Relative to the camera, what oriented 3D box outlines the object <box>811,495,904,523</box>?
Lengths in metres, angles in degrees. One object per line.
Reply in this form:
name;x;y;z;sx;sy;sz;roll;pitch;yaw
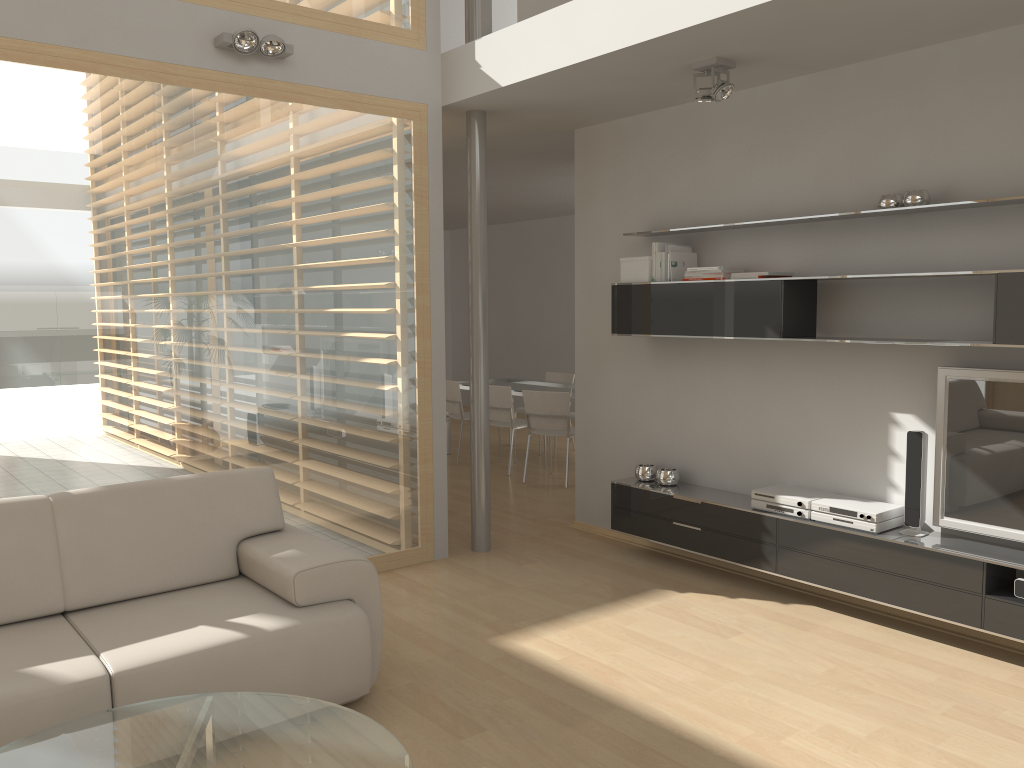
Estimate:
object;1.675;0.608;4.318;0.262;0.049;0.349;-4;6;-38

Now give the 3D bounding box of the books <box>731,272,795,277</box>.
books;1.314;-0.573;4.647;0.227;0.017;0.230;-4;6;-38

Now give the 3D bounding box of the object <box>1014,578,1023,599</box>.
object;2.187;0.850;3.548;0.085;0.092;0.300;-4;6;-38

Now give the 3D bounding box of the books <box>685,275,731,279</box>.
books;1.118;-0.587;4.878;0.190;0.011;0.268;-4;6;-37

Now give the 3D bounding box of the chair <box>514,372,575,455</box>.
chair;0.346;0.298;9.393;0.501;0.807;0.455;-4;6;-38

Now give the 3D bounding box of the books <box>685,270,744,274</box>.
books;1.114;-0.615;4.875;0.190;0.015;0.254;-4;6;-37

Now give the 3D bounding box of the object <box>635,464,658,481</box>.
object;0.824;0.544;5.437;0.143;0.091;0.143;-1;5;-6

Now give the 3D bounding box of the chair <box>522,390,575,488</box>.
chair;0.402;0.444;7.737;0.455;0.807;0.501;3;6;31

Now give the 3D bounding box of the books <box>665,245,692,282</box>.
books;0.957;-0.692;5.102;0.207;0.210;0.021;-4;6;-38

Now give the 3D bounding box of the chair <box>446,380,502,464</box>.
chair;-0.428;0.349;8.885;0.501;0.807;0.455;-3;6;-28

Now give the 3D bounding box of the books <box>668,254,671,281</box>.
books;0.968;-0.665;5.093;0.207;0.156;0.009;-4;6;-38

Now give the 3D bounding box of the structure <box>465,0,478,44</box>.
structure;-0.228;-3.137;5.222;0.121;2.400;0.122;4;7;39

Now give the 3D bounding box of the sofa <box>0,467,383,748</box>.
sofa;-1.590;0.845;3.183;2.093;0.846;1.168;-4;6;-38

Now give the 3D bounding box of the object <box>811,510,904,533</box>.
object;1.680;0.656;4.326;0.250;0.049;0.349;-4;6;-38

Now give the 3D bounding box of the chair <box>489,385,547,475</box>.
chair;-0.005;0.396;8.313;0.501;0.807;0.455;-5;7;-43

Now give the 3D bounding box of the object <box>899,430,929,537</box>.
object;1.871;0.456;4.111;0.116;0.483;0.111;-5;7;-42

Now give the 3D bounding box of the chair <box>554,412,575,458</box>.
chair;0.752;0.338;8.898;0.501;0.807;0.455;-4;6;-38

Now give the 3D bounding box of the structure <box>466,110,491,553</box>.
structure;-0.205;-0.298;5.473;0.121;2.700;0.122;4;7;39

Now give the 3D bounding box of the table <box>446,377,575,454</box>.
table;0.311;0.395;8.633;0.900;0.746;2.199;-4;6;-38

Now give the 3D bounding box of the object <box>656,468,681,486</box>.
object;0.934;0.555;5.299;0.143;0.091;0.143;-1;5;-6

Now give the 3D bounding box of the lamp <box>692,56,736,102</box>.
lamp;0.980;-1.461;4.302;0.150;0.195;0.214;-4;6;-38

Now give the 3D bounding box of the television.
television;2.347;0.323;3.603;0.096;0.735;1.224;-4;6;-38

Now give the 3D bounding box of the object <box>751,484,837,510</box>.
object;1.454;0.585;4.595;0.262;0.049;0.349;-4;6;-38

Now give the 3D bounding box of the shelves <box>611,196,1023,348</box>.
shelves;2.030;-0.321;3.774;0.300;0.914;4.236;-4;6;-38

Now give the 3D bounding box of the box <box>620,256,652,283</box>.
box;0.805;-0.674;5.261;0.232;0.149;0.232;-4;6;-38

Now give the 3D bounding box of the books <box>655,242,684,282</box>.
books;0.921;-0.706;5.167;0.230;0.227;0.017;-4;6;-38

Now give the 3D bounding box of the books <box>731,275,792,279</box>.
books;1.310;-0.558;4.661;0.254;0.015;0.190;-4;6;-32

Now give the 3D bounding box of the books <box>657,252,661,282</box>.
books;0.928;-0.676;5.147;0.230;0.169;0.027;-4;6;-38

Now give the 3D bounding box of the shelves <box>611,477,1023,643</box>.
shelves;2.040;0.874;3.880;0.300;0.312;4.236;-4;6;-38

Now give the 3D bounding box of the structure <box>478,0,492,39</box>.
structure;1.329;-2.207;3.081;0.080;0.900;5.400;-4;6;-38

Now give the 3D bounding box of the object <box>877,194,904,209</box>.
object;1.779;-0.853;4.168;0.115;0.081;0.115;3;6;32

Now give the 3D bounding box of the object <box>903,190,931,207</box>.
object;1.837;-0.841;4.027;0.115;0.081;0.115;3;6;32

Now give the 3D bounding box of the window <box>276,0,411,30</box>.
window;-1.578;-3.033;4.172;2.525;2.200;0.020;-4;6;-38

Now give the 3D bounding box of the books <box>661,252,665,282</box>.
books;0.952;-0.674;5.131;0.230;0.169;0.027;-4;6;-38

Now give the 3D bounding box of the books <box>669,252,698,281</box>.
books;0.988;-0.671;5.089;0.230;0.169;0.023;-4;6;-38

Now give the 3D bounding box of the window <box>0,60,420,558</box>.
window;-1.554;-0.194;4.424;2.525;2.500;0.020;-4;6;-38

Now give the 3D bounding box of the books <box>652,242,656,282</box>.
books;0.904;-0.707;5.177;0.230;0.227;0.017;-4;6;-38

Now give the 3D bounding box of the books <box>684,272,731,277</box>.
books;1.111;-0.601;4.884;0.190;0.015;0.254;-5;7;-42

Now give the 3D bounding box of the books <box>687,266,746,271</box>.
books;1.126;-0.632;4.879;0.230;0.017;0.227;-5;7;-43

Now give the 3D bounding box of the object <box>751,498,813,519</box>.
object;1.455;0.634;4.600;0.262;0.049;0.349;-4;6;-38

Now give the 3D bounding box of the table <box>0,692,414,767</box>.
table;-0.828;1.174;2.120;1.198;0.370;1.198;-2;5;-21

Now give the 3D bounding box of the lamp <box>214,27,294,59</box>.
lamp;-1.266;-1.680;4.398;0.360;0.110;0.183;-4;6;-38

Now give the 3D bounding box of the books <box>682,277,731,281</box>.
books;1.121;-0.575;4.876;0.210;0.013;0.297;-4;6;-38
